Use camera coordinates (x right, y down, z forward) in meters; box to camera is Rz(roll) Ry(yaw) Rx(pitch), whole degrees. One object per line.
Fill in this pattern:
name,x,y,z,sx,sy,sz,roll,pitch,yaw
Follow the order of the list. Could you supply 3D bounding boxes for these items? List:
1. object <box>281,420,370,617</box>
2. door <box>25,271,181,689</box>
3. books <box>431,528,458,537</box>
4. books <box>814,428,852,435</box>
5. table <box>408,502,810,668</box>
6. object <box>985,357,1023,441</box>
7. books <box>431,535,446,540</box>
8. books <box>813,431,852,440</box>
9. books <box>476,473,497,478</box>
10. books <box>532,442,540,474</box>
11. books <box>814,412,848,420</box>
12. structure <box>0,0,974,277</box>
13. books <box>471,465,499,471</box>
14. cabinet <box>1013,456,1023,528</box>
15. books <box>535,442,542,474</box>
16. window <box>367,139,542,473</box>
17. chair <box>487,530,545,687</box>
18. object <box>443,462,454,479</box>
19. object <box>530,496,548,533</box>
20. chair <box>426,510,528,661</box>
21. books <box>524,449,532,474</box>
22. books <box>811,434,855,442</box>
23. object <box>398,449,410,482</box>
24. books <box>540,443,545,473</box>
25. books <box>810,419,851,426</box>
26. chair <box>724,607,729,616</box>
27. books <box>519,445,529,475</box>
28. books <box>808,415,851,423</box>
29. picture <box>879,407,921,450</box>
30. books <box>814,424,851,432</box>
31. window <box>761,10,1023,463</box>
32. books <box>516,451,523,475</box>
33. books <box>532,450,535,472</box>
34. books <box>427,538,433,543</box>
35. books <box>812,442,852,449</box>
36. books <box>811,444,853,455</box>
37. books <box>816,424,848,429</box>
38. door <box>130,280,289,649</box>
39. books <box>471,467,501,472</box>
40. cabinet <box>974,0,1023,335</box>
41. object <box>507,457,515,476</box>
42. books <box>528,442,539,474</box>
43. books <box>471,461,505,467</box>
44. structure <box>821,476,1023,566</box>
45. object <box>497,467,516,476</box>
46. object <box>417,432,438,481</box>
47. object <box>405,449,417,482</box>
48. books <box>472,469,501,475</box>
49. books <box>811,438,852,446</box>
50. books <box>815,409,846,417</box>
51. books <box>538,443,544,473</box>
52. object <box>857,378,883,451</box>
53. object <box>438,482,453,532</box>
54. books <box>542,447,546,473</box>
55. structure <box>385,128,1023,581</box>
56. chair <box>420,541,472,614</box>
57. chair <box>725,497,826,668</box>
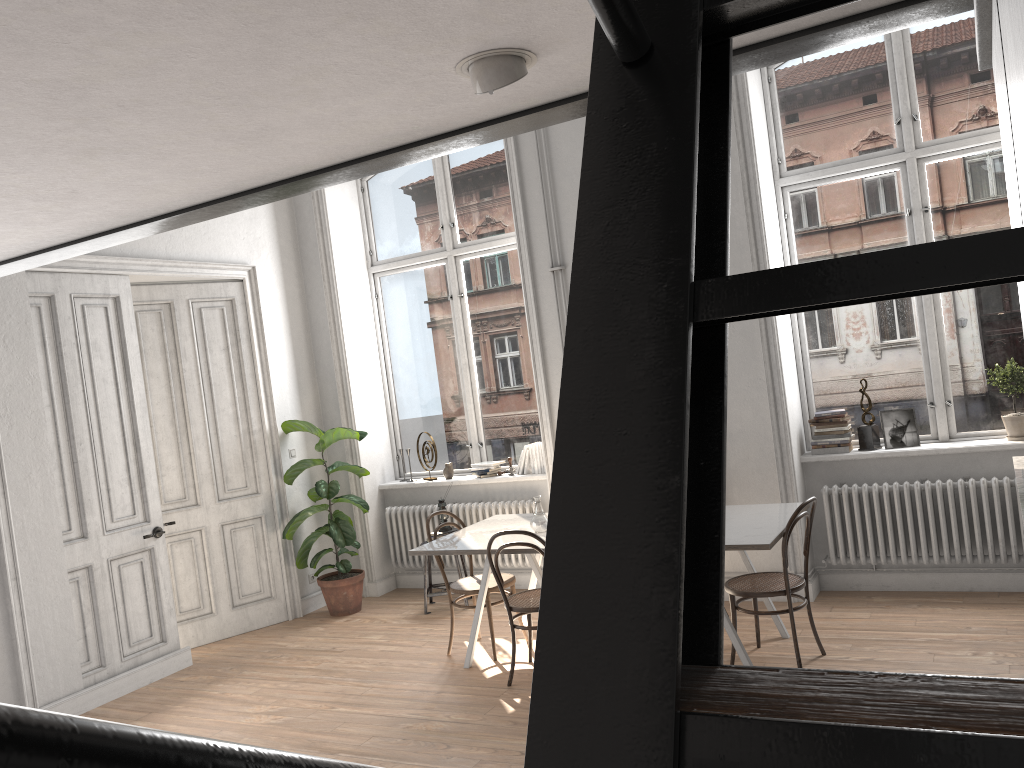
object,0.604,0.718,5.871,5.830,1.842,0.791,-7,1,34
door,-2.819,0.668,5.850,0.216,2.815,1.096,-7,1,30
books,-0.532,1.187,7.091,0.221,0.027,0.147,-8,1,-29
books,2.224,0.330,6.150,0.205,0.022,0.155,-7,1,43
table,0.630,1.257,5.419,2.201,0.780,1.099,-7,1,29
object,3.271,0.083,5.572,0.500,0.524,0.234,-7,1,18
books,-0.531,1.209,7.091,0.232,0.029,0.162,-7,1,0
books,2.226,0.355,6.157,0.245,0.028,0.193,-7,1,24
books,-0.217,0.768,7.509,0.147,0.023,0.221,-8,1,-13
books,0.226,0.603,7.256,0.024,0.243,0.175,-7,1,29
books,2.211,0.222,6.148,0.205,0.020,0.155,-7,1,29
structure,-2.091,-1.020,1.225,5.929,1.213,4.155,-7,1,29
books,-0.223,0.703,7.488,0.205,0.020,0.155,-7,1,19
cabinet,2.262,-0.338,3.476,0.635,3.584,3.249,-7,1,29
books,0.250,0.600,7.253,0.019,0.244,0.174,-7,1,29
window,-0.453,-0.674,7.703,1.623,2.843,0.013,-7,1,29
chair,0.145,1.253,5.187,0.438,0.921,0.549,-7,1,24
object,-0.551,0.748,7.666,0.100,0.142,0.102,-7,1,3
object,0.171,0.811,5.529,0.132,0.219,0.132,-7,1,18
chair,-0.240,1.294,5.865,0.549,0.921,0.437,-6,1,37
books,0.150,0.632,7.312,0.072,0.203,0.155,-7,1,29
books,2.229,0.376,6.156,0.255,0.014,0.192,-7,1,32
object,-0.977,0.726,7.940,0.095,0.289,0.095,-8,1,-30
books,0.296,0.594,7.253,0.024,0.243,0.175,-7,1,29
books,2.212,0.265,6.152,0.244,0.019,0.174,-7,1,29
chair,1.132,1.118,5.803,0.438,0.921,0.549,-6,1,36
books,0.126,0.618,7.322,0.100,0.235,0.174,-7,1,29
books,2.202,0.245,6.155,0.231,0.023,0.162,-7,1,44
picture,2.612,0.300,5.991,0.221,0.264,0.148,-7,1,12
books,2.227,0.306,6.153,0.222,0.024,0.158,-7,1,29
window,9.081,-6.257,5.458,14.391,15.938,26.382,-7,1,29
books,0.096,0.641,7.345,0.105,0.194,0.155,-7,1,28
books,0.215,0.623,7.276,0.020,0.205,0.155,-7,1,29
books,-0.539,1.236,7.095,0.246,0.034,0.194,-8,1,-21
books,2.218,0.420,6.148,0.250,0.023,0.175,-7,1,24
books,2.221,0.452,6.151,0.248,0.043,0.192,-7,1,29
books,2.219,0.285,6.149,0.205,0.022,0.155,-7,1,24
door,-2.414,0.601,6.949,1.096,2.815,0.216,-8,2,-37
books,-0.217,0.723,7.500,0.221,0.023,0.147,-7,1,45
cabinet,1.118,0.451,1.227,0.634,2.372,1.400,-7,1,29
object,-0.011,0.679,7.327,0.048,0.153,0.088,-7,1,-1
books,0.199,0.606,7.306,0.024,0.243,0.175,-7,1,29
books,-0.200,0.675,7.496,0.244,0.019,0.174,-7,1,39
structure,2.799,0.882,5.712,1.578,0.552,0.194,-7,1,29
object,-0.052,0.735,7.419,0.153,0.048,0.088,-8,1,-22
object,-0.735,0.629,7.759,0.087,0.425,0.347,-8,1,-29
object,-0.902,0.718,7.833,0.095,0.289,0.095,-8,2,-39
books,-0.216,0.745,7.502,0.155,0.022,0.205,-8,1,-41
books,2.215,0.397,6.147,0.249,0.023,0.175,-7,1,29
books,2.208,0.201,6.158,0.201,0.024,0.159,-7,1,19
books,0.275,0.597,7.259,0.019,0.244,0.174,-7,1,29
object,2.413,0.205,6.042,0.102,0.488,0.122,-8,2,-37
object,-0.535,0.982,7.106,0.163,0.383,0.154,-7,1,2
books,0.304,0.593,7.223,0.019,0.244,0.174,-7,1,29
structure,0.934,-0.658,6.493,5.184,4.475,0.340,-7,1,29
chair,-0.535,1.513,7.080,0.364,0.523,0.360,-7,1,2
chair,1.447,1.089,4.911,0.549,0.921,0.437,-6,2,41
